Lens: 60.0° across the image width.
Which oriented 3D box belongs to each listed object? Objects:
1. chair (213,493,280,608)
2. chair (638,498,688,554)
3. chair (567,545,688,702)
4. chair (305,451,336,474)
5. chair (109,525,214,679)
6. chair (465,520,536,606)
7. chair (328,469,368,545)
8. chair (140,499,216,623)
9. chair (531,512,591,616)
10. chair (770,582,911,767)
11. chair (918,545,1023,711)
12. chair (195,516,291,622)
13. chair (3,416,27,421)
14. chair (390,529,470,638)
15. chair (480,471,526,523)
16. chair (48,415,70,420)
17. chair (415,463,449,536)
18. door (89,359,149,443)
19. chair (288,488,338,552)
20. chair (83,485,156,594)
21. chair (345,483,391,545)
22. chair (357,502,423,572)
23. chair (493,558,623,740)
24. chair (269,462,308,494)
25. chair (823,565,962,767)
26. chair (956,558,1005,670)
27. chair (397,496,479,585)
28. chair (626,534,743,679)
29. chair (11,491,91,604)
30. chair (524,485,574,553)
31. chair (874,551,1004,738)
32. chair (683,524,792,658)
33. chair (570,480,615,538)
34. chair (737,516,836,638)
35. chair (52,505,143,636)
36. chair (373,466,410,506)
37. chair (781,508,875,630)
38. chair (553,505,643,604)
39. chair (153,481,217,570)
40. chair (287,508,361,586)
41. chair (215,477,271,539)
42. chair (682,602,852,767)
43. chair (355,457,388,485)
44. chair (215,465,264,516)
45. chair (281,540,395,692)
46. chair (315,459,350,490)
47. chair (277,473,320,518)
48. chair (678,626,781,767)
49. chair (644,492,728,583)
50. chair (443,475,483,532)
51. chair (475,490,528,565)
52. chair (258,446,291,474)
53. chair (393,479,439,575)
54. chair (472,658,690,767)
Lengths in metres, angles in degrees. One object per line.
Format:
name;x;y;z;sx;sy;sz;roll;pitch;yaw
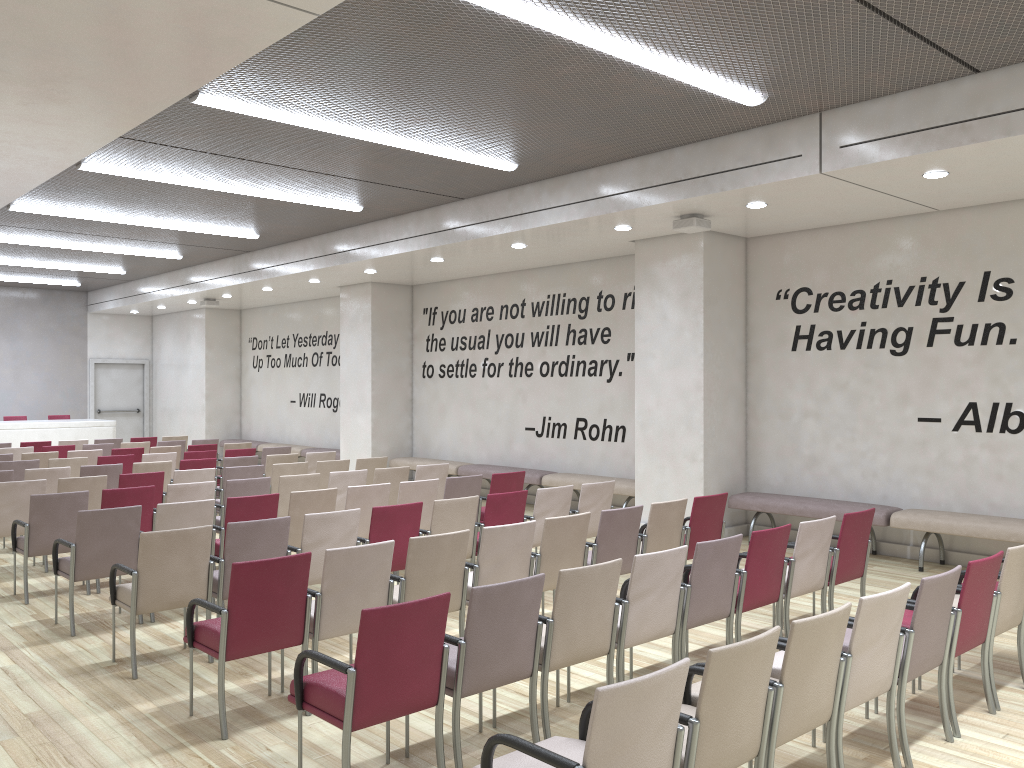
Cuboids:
chair;-2.265;1.338;7.331;0.513;0.890;0.640;0;0;-42
chair;1.013;1.336;7.000;0.513;0.890;0.640;0;0;-43
chair;0.613;1.335;4.974;0.513;0.890;0.640;0;0;-42
chair;-2.713;1.341;11.918;0.513;0.890;0.640;0;0;-43
chair;-2.256;1.337;5.692;0.513;0.890;0.640;0;0;-41
chair;-0.201;1.336;5.882;0.513;0.890;0.640;0;0;-41
chair;-1.871;1.339;9.366;0.513;0.890;0.640;0;0;-41
chair;-2.669;1.338;6.968;0.513;0.890;0.640;0;0;-42
chair;0.189;1.336;6.249;0.513;0.890;0.640;0;0;-43
chair;1.431;1.334;4.056;0.513;0.890;0.640;0;0;-41
chair;2.668;1.333;5.170;0.513;0.890;0.640;0;0;-42
chair;-1.855;1.337;6.063;0.513;0.890;0.640;0;0;-42
chair;-10.323;1.123;18.563;0.513;0.890;0.640;0;0;-43
chair;-0.617;1.336;5.512;0.513;0.890;0.640;0;0;-41
chair;-0.221;1.338;9.183;0.513;0.890;0.640;0;0;-42
chair;-9.687;1.123;19.140;0.513;0.890;0.640;0;0;-43
chair;-1.068;1.339;10.089;0.513;0.890;0.640;0;0;-41
door;-9.656;0.596;21.788;1.400;2.400;0.200;0;0;-42
chair;-1.863;1.338;7.704;0.513;0.890;0.640;0;0;-43
chair;-3.506;1.339;7.887;0.513;0.890;0.640;0;0;-43
chair;-1.455;1.338;8.088;0.513;0.890;0.640;0;0;-42
chair;-1.034;1.337;6.801;0.513;0.890;0.640;0;0;-41
chair;0.205;1.335;4.605;0.513;0.890;0.640;0;0;-41
chair;-2.705;1.340;10.276;0.513;0.890;0.640;0;0;-43
chair;1.848;1.334;4.421;0.513;0.890;0.640;0;0;-43
chair;3.078;1.333;5.536;0.513;0.890;0.640;0;0;-43
chair;-0.624;1.337;7.166;0.513;0.890;0.640;0;0;-42
chair;1.012;1.335;5.340;0.513;0.890;0.640;0;0;-42
chair;-3.912;1.340;7.518;0.513;0.890;0.640;0;0;-42
chair;0.185;1.337;7.909;0.513;0.890;0.640;0;0;-43
chair;2.262;1.333;4.801;0.513;0.890;0.640;0;0;-42
chair;1.419;1.335;5.713;0.513;0.890;0.640;0;0;-43
chair;0.596;1.337;8.276;0.513;0.890;0.640;0;0;-43
chair;1.834;1.334;6.073;0.513;0.890;0.640;0;0;-42
chair;-3.091;1.338;6.606;0.513;0.890;0.640;0;0;-43
chair;-1.472;1.339;9.729;0.513;0.890;0.640;0;0;-42
chair;2.253;1.334;6.447;0.513;0.890;0.640;0;0;-43
chair;0.610;1.336;6.618;0.513;0.890;0.640;0;0;-41
chair;-3.097;1.339;8.262;0.513;0.890;0.640;0;0;-42
chair;-1.447;1.337;6.438;0.513;0.890;0.640;0;0;-42
chair;-2.684;1.339;8.613;0.513;0.890;0.640;0;0;-42
chair;1.026;1.334;3.687;0.513;0.890;0.640;0;0;-42
chair;-1.894;1.340;11.012;0.513;0.890;0.640;0;0;-42
chair;-3.106;1.340;9.899;0.513;0.890;0.640;0;0;-42
chair;-1.032;1.336;5.142;0.513;0.890;0.640;0;0;-42
chair;-2.291;1.340;10.631;0.513;0.890;0.640;0;0;-43
chair;-2.286;1.339;8.978;0.513;0.890;0.640;0;0;-42
chair;0.627;1.334;3.329;0.513;0.890;0.640;0;0;-43
chair;1.416;1.335;7.358;0.513;0.890;0.640;0;0;-42
chair;-0.647;1.338;8.820;0.513;0.890;0.640;0;0;-41
chair;-0.226;1.337;7.535;0.513;0.890;0.640;0;0;-43
chair;-3.536;1.342;12.832;0.513;0.890;0.640;0;0;-43
chair;-1.048;1.338;8.443;0.513;0.890;0.640;0;0;-42
chair;0.219;1.334;2.952;0.513;0.890;0.640;0;0;-42
